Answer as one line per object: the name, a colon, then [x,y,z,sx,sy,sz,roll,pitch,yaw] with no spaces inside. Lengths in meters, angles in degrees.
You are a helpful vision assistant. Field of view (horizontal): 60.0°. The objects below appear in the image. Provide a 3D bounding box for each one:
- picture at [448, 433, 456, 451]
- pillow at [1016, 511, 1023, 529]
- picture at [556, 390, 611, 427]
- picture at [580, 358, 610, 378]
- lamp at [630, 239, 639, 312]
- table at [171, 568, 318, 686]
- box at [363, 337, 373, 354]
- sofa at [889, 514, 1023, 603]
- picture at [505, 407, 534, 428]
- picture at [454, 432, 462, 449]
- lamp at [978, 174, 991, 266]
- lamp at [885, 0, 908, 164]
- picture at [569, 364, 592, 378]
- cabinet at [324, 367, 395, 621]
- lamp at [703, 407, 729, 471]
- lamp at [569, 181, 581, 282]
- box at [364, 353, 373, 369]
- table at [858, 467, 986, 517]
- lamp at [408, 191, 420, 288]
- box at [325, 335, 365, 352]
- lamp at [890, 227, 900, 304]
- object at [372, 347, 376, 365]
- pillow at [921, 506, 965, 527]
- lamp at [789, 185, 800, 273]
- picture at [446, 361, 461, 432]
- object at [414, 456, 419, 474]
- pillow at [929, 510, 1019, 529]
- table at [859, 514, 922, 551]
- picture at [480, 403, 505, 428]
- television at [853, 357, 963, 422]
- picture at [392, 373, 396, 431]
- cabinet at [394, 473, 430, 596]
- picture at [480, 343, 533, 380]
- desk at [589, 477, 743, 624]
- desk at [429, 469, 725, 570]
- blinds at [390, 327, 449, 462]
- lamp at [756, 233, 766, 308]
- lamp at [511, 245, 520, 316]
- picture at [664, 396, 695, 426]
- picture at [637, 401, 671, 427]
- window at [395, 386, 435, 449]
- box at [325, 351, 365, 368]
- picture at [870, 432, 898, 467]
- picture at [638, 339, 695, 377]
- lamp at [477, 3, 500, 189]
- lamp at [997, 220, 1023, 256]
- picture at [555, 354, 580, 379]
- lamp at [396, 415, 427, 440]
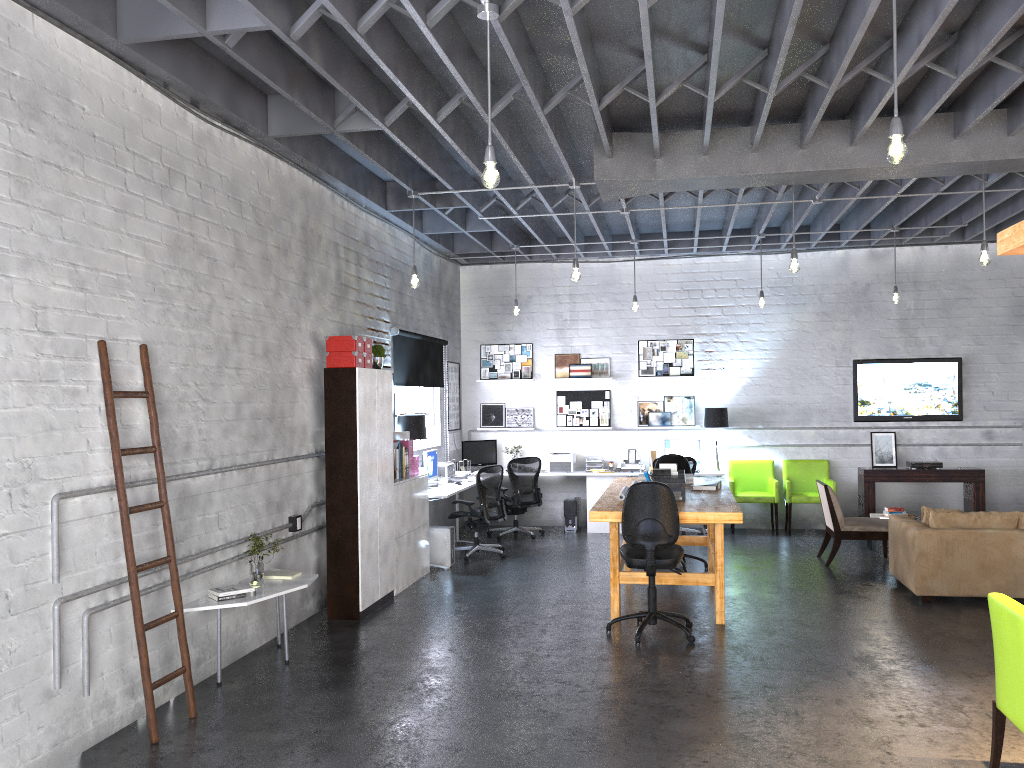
picture: [-0.805,0.778,11.885,0.036,0.221,0.289,-1,-1,11]
pillow: [4.605,1.263,7.504,0.666,0.402,0.291,-1,0,11]
picture: [0.980,0.339,12.189,0.749,0.503,0.058,-1,0,11]
picture: [1.142,-0.218,12.162,0.410,0.277,0.036,-1,0,11]
lamp: [1.487,-1.307,10.747,0.104,0.878,0.104,-1,0,11]
table: [-1.671,1.633,5.946,0.517,0.532,1.336,-1,-1,11]
box: [-1.336,-0.324,7.500,0.268,0.133,0.206,-1,-1,11]
sofa: [4.628,1.521,7.748,2.330,0.628,1.104,-1,-1,11]
picture: [0.106,0.468,12.361,0.410,0.277,0.036,-1,0,11]
picture: [-0.740,0.783,12.227,0.036,0.221,0.289,-1,-1,11]
lamp: [3.843,-1.400,7.219,0.104,0.878,0.104,-1,0,-36]
lamp: [1.712,-1.422,3.961,0.104,0.878,0.104,-1,0,29]
picture: [0.937,-0.174,12.185,0.311,0.196,0.029,-1,0,11]
cabinet: [-1.292,0.897,7.615,0.291,2.047,0.873,-1,0,11]
lamp: [2.688,0.727,11.663,0.333,0.832,0.333,-1,0,-28]
lamp: [0.559,-1.341,7.841,0.104,0.878,0.104,-1,0,11]
box: [-1.333,-0.193,7.500,0.270,0.131,0.206,-1,-1,11]
table: [5.165,1.475,11.226,1.410,0.820,0.403,-1,0,11]
lamp: [-0.897,-1.315,8.116,0.104,0.878,0.104,-1,0,11]
box: [-1.374,-0.325,7.295,0.270,0.131,0.206,-1,-1,11]
lamp: [4.406,-1.359,10.195,0.104,0.878,0.104,-1,0,-36]
object: [-1.289,-0.242,7.833,0.169,0.240,0.171,-1,0,-40]
pillow: [3.845,1.280,7.863,0.523,0.403,0.319,-1,0,30]
lamp: [2.381,-1.374,7.496,0.104,0.878,0.104,-1,0,11]
picture: [-0.791,0.167,12.051,0.020,0.935,0.658,-1,0,11]
object: [-1.083,0.833,9.119,0.214,0.177,0.161,-1,0,11]
pillow: [3.942,1.275,7.630,0.704,0.402,0.291,-1,0,11]
table: [4.565,1.729,10.327,0.873,0.300,0.873,-1,-1,14]
picture: [-0.272,0.442,12.435,0.355,0.343,0.042,-1,0,11]
television: [5.083,0.078,11.404,1.324,0.816,0.021,-1,0,10]
picture: [-1.321,0.270,9.237,0.020,0.780,0.606,-1,0,11]
cabinet: [-1.188,1.426,8.653,0.465,1.021,1.151,-1,-1,11]
picture: [-0.079,-0.310,12.388,0.749,0.503,0.058,-1,0,11]
desk: [1.392,1.423,7.913,1.115,0.926,2.832,-1,-1,11]
desk: [0.761,1.547,10.586,3.575,0.785,3.299,-1,-1,11]
blinds: [-1.047,0.220,10.480,0.100,1.632,2.119,-1,-1,11]
lamp: [2.944,-1.333,10.471,0.104,0.878,0.104,-1,0,11]
lamp: [0.048,-1.281,11.020,0.104,0.878,0.104,-1,0,11]
picture: [2.259,0.364,11.953,0.410,0.408,0.047,-1,0,11]
picture: [1.927,0.401,12.007,0.452,0.345,0.054,-1,0,11]
window: [-1.179,0.162,10.506,0.030,1.220,1.822,-1,-1,11]
box: [-1.372,-0.196,7.295,0.270,0.131,0.206,-1,-1,11]
picture: [4.799,0.846,11.445,0.308,0.457,0.092,-1,0,11]
picture: [2.081,-0.348,11.979,0.749,0.503,0.058,-1,0,11]
lamp: [-0.110,-1.390,4.306,0.104,0.878,0.104,-1,0,29]
lamp: [3.149,-1.285,3.553,2.130,1.841,0.366,-1,0,11]
picture: [0.764,-0.244,12.237,0.355,0.343,0.042,-1,0,11]
lamp: [-1.068,0.746,9.436,0.333,0.832,0.333,-1,0,-28]
